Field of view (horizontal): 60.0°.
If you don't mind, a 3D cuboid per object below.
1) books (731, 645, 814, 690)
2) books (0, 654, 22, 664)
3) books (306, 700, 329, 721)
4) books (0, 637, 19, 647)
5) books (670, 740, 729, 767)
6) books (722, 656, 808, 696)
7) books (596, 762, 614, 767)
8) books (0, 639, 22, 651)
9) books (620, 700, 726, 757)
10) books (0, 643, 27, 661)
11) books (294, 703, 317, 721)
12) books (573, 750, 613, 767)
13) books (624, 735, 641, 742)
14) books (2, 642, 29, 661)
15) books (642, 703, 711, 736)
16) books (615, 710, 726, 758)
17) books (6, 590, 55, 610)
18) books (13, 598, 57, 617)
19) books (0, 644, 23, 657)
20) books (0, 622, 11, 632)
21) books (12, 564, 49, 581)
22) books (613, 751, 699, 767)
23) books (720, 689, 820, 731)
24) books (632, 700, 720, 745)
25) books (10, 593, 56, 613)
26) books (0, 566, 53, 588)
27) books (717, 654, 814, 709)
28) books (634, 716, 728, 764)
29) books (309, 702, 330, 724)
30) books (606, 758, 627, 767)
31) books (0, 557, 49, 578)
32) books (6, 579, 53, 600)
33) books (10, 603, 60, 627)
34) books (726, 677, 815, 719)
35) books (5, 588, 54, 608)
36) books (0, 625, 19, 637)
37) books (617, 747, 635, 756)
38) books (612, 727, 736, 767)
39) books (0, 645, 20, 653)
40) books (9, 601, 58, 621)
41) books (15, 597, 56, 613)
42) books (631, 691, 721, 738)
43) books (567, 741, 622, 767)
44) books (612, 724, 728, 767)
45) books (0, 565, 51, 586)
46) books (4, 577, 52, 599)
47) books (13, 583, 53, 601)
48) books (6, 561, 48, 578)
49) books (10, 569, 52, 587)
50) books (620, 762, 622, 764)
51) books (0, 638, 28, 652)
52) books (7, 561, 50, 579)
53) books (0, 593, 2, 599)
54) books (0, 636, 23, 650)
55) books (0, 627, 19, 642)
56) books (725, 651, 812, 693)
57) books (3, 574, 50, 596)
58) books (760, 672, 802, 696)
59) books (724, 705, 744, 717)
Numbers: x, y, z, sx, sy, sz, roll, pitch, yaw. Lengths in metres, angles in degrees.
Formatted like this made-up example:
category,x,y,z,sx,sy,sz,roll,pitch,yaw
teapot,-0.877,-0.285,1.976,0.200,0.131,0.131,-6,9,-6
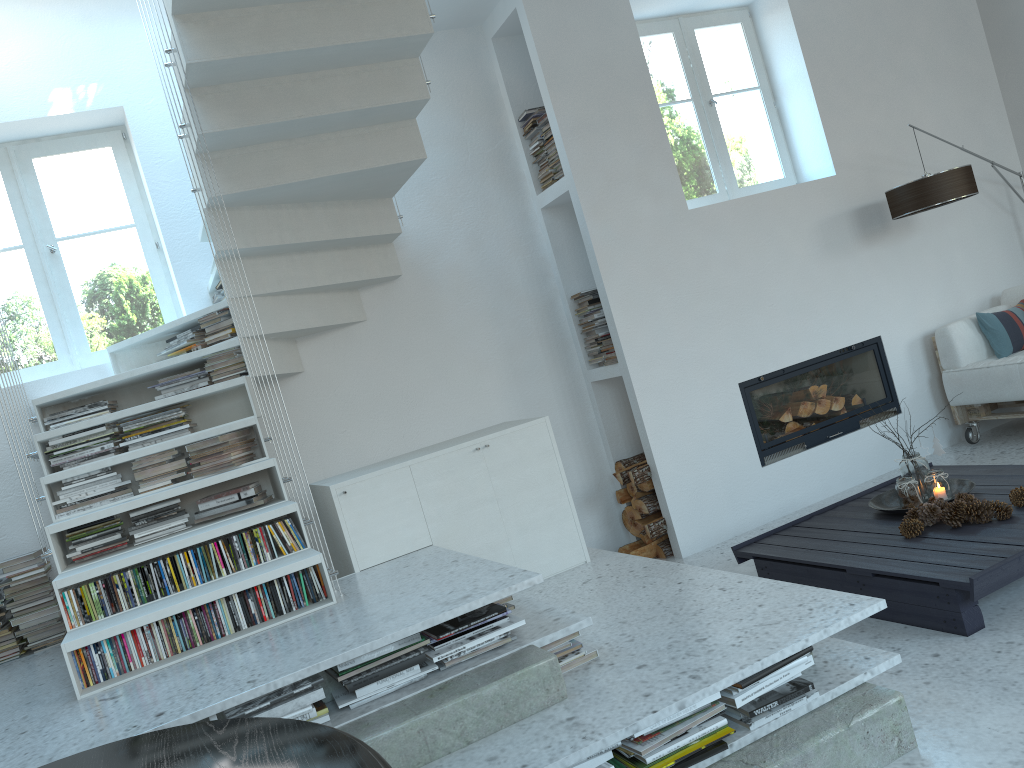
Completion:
category,x,y,z,sx,sy,sz,roll,pitch,yaw
books,0.657,0.752,2.408,0.256,0.014,0.192,-17,1,-26
books,-2.244,1.208,3.937,0.147,0.008,0.290,-17,1,-21
books,-0.643,0.934,2.444,0.257,0.013,0.136,-17,1,-22
books,-2.272,1.143,3.931,0.159,0.015,0.254,-17,1,-25
books,0.421,0.947,2.296,0.208,0.016,0.191,-17,1,-17
books,0.659,0.777,2.422,0.242,0.015,0.165,-17,1,-18
books,0.133,0.966,2.189,0.182,0.017,0.180,-17,1,-25
books,-2.265,1.162,3.932,0.163,0.004,0.272,-17,1,-23
books,0.397,0.877,2.302,0.281,0.013,0.168,-17,1,-27
books,-2.245,1.194,3.937,0.142,0.010,0.298,-17,1,-23
books,-0.641,0.915,2.428,0.192,0.024,0.167,-17,1,-21
books,0.121,0.946,2.202,0.222,0.028,0.141,-17,1,-27
books,0.383,0.854,2.319,0.284,0.008,0.133,-17,1,-26
books,-2.248,1.202,3.936,0.186,0.004,0.265,-17,1,-23
books,0.388,0.844,2.300,0.195,0.010,0.178,-17,1,-17
books,0.397,0.892,2.313,0.290,0.004,0.150,-17,1,-18
books,-2.139,0.954,3.952,0.189,0.013,0.215,-17,1,-24
books,-2.117,0.989,3.957,0.168,0.014,0.212,-17,1,-21
books,-2.250,1.182,3.936,0.138,0.017,0.237,-17,1,-25
books,-2.290,1.086,3.889,0.131,0.007,0.256,-17,1,-17
books,-2.145,0.836,3.959,0.128,0.013,0.296,-17,1,-24
books,0.414,0.936,2.306,0.276,0.009,0.178,-17,1,-24
books,0.687,0.866,2.420,0.230,0.017,0.184,-17,1,-20
books,0.389,0.860,2.309,0.251,0.006,0.175,-17,1,-22
books,-2.125,0.965,3.956,0.170,0.017,0.286,-17,1,-23
books,-2.163,0.859,3.950,0.184,0.008,0.251,-17,1,-21
books,0.665,0.797,2.422,0.287,0.027,0.157,-17,1,-27
books,0.405,0.900,2.301,0.246,0.015,0.191,-17,1,-21
books,-0.635,0.947,2.436,0.262,0.016,0.132,-17,1,-17
books,0.136,0.977,2.191,0.260,0.007,0.171,-17,1,-19
books,-2.178,0.819,3.947,0.177,0.012,0.278,-17,1,-18
books,-2.147,0.914,3.952,0.173,0.006,0.251,-17,1,-26
books,-2.108,1.014,3.949,0.188,0.027,0.254,-17,1,-22
books,0.681,0.835,2.413,0.205,0.017,0.187,-17,1,-17
books,-2.136,0.939,3.954,0.173,0.014,0.290,-17,1,-21
books,-2.287,1.106,3.928,0.186,0.009,0.261,-17,1,-17
books,0.392,0.888,2.321,0.291,0.007,0.131,-17,1,-26
books,0.414,0.929,2.299,0.274,0.006,0.191,-17,1,-20
books,-2.251,1.170,3.937,0.133,0.007,0.225,-17,1,-25
books,-2.125,1.002,3.953,0.189,0.006,0.249,-17,1,-24
books,-2.116,0.976,3.959,0.159,0.009,0.210,-17,1,-21
books,0.385,0.831,2.299,0.256,0.016,0.183,-17,1,-19
books,0.116,0.926,2.199,0.288,0.013,0.139,-17,1,-17
books,0.407,0.924,2.313,0.268,0.006,0.170,-17,1,-22
books,-2.165,0.852,3.950,0.189,0.006,0.249,-17,1,-22
books,-2.153,0.906,3.950,0.183,0.012,0.206,-17,1,-26
books,-2.126,0.920,3.960,0.149,0.017,0.240,-17,1,-22
books,-2.158,0.823,3.955,0.146,0.006,0.295,-17,1,-24
books,-2.143,0.862,3.958,0.145,0.010,0.247,-17,1,-23
books,0.131,0.987,2.208,0.266,0.010,0.145,-17,1,-23
books,-2.254,1.164,3.936,0.189,0.006,0.249,-17,1,-27
books,-2.152,0.828,3.957,0.131,0.007,0.250,-17,1,-18
books,-2.321,0.959,3.887,0.141,0.011,0.253,-17,1,-28
books,-2.265,1.155,3.933,0.165,0.011,0.286,-17,1,-22
books,-2.276,1.122,3.931,0.160,0.027,0.185,-17,1,-20
books,0.658,0.764,2.415,0.265,0.010,0.176,-17,1,-26
books,-2.159,0.887,3.949,0.178,0.029,0.229,-17,1,-27
books,0.664,0.821,2.442,0.224,0.019,0.137,-17,1,-21
books,0.672,0.854,2.447,0.205,0.014,0.132,-17,1,-22
